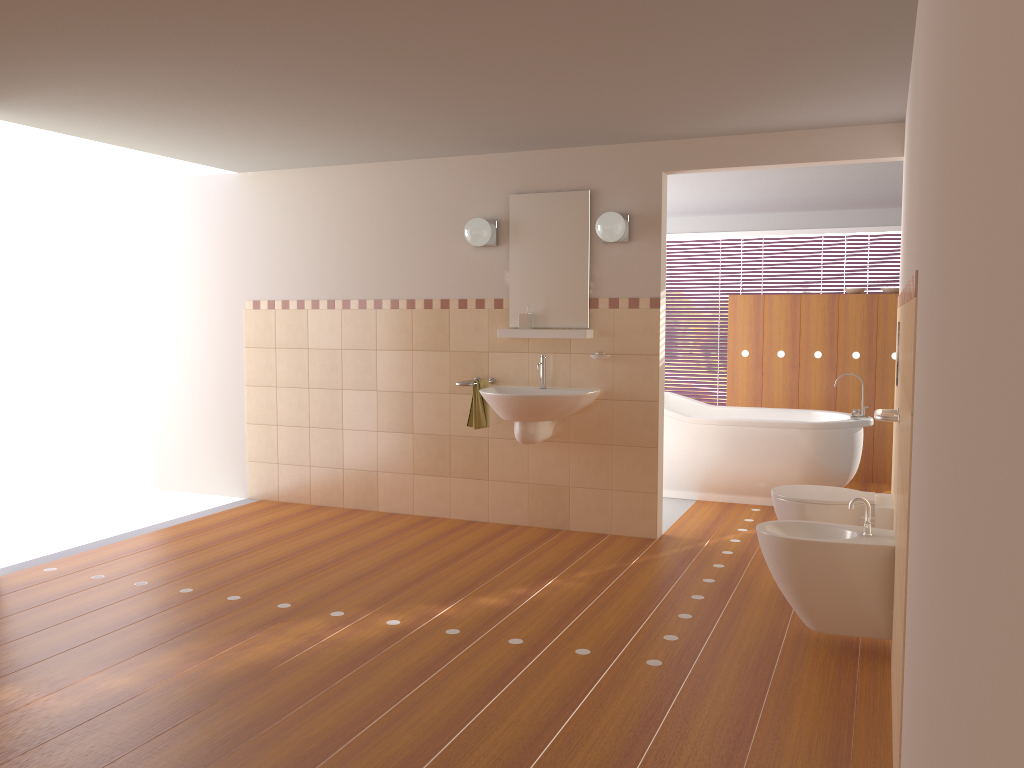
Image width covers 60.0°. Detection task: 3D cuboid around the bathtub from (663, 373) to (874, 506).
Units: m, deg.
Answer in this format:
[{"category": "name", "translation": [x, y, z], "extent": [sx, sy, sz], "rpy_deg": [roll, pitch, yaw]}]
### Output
[{"category": "bathtub", "translation": [1.618, 0.349, 6.459], "extent": [1.874, 0.900, 0.888], "rpy_deg": [2, 5, 23]}]

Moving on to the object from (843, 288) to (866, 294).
[{"category": "object", "translation": [2.690, -0.724, 6.960], "extent": [0.173, 0.046, 0.173], "rpy_deg": [2, 5, 23]}]

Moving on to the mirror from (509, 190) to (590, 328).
[{"category": "mirror", "translation": [0.217, -0.733, 5.265], "extent": [0.502, 0.799, 0.008], "rpy_deg": [2, 5, 23]}]

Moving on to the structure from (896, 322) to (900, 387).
[{"category": "structure", "translation": [1.687, -0.133, 3.879], "extent": [0.005, 0.279, 0.170], "rpy_deg": [2, 5, 23]}]

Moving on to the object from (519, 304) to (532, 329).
[{"category": "object", "translation": [0.079, -0.401, 5.285], "extent": [0.063, 0.149, 0.073], "rpy_deg": [2, 5, 23]}]

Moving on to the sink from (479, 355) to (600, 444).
[{"category": "sink", "translation": [0.119, 0.097, 5.097], "extent": [0.683, 0.516, 0.539], "rpy_deg": [2, 5, 23]}]

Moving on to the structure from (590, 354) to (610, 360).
[{"category": "structure", "translation": [0.507, -0.155, 5.155], "extent": [0.117, 0.029, 0.092], "rpy_deg": [2, 5, 23]}]

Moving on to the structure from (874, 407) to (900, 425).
[{"category": "structure", "translation": [1.419, 0.118, 3.355], "extent": [0.091, 0.042, 0.295], "rpy_deg": [2, 5, 23]}]

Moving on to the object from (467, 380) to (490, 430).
[{"category": "object", "translation": [-0.181, 0.122, 5.328], "extent": [0.085, 0.306, 0.181], "rpy_deg": [4, 6, 39]}]

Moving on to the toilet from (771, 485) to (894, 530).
[{"category": "toilet", "translation": [1.470, 0.702, 4.098], "extent": [0.534, 0.400, 0.375], "rpy_deg": [2, 5, 23]}]

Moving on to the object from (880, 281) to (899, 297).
[{"category": "object", "translation": [3.206, 0.038, 6.255], "extent": [1.335, 1.557, 0.683], "rpy_deg": [-3, 5, -35]}]

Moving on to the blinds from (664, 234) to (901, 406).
[{"category": "blinds", "translation": [2.664, -0.389, 8.494], "extent": [4.712, 2.022, 0.032], "rpy_deg": [2, 5, 23]}]

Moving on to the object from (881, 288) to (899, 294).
[{"category": "object", "translation": [2.941, -0.716, 6.855], "extent": [0.173, 0.046, 0.173], "rpy_deg": [2, 5, 23]}]

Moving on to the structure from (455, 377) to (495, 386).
[{"category": "structure", "translation": [-0.232, -0.008, 5.345], "extent": [0.142, 0.042, 0.333], "rpy_deg": [2, 5, 23]}]

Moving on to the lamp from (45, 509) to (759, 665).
[{"category": "lamp", "translation": [-0.360, 0.892, 5.215], "extent": [3.173, 0.001, 2.893], "rpy_deg": [2, 5, 23]}]

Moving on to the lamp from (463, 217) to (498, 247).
[{"category": "lamp", "translation": [-0.199, -0.912, 5.332], "extent": [0.173, 0.173, 0.209], "rpy_deg": [2, 5, 23]}]

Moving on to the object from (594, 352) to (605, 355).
[{"category": "object", "translation": [0.508, -0.177, 5.154], "extent": [0.050, 0.023, 0.075], "rpy_deg": [-1, 4, -13]}]

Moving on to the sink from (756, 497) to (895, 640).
[{"category": "sink", "translation": [1.221, 0.691, 3.481], "extent": [0.515, 0.517, 0.335], "rpy_deg": [2, 5, 23]}]

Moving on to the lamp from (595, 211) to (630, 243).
[{"category": "lamp", "translation": [0.563, -0.887, 5.014], "extent": [0.173, 0.173, 0.209], "rpy_deg": [2, 5, 23]}]

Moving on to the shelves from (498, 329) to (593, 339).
[{"category": "shelves", "translation": [0.197, -0.298, 5.251], "extent": [0.554, 0.050, 0.138], "rpy_deg": [2, 5, 23]}]

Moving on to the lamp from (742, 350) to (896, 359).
[{"category": "lamp", "translation": [2.406, -0.230, 6.972], "extent": [1.169, 0.052, 0.001], "rpy_deg": [2, 5, 23]}]
